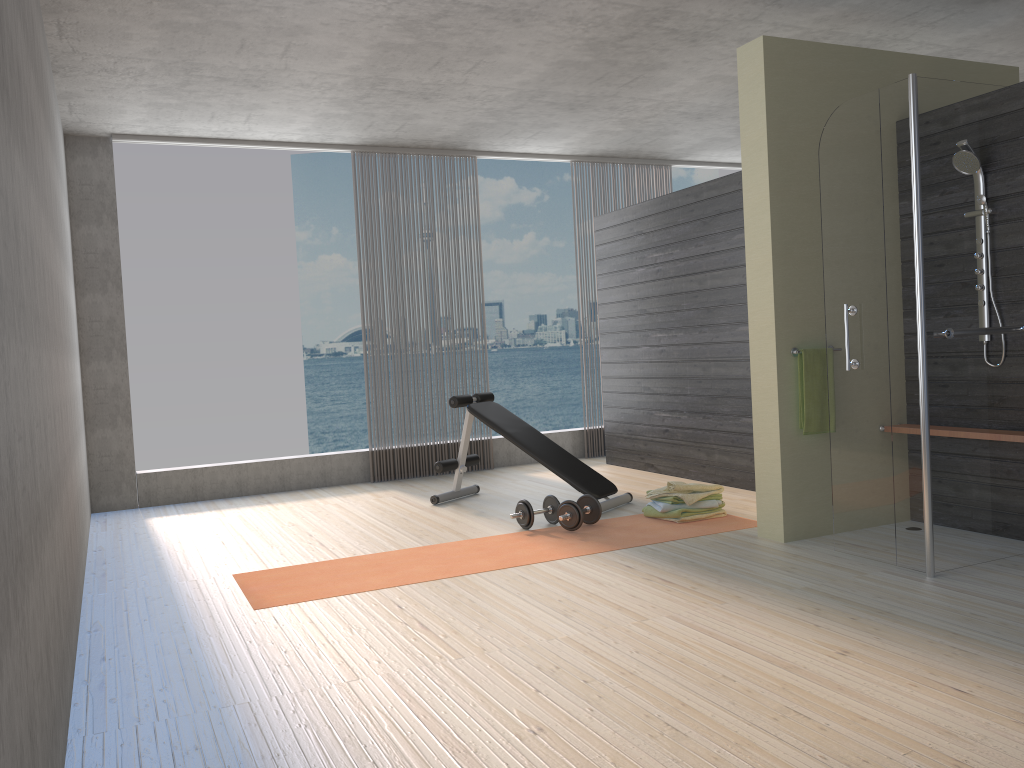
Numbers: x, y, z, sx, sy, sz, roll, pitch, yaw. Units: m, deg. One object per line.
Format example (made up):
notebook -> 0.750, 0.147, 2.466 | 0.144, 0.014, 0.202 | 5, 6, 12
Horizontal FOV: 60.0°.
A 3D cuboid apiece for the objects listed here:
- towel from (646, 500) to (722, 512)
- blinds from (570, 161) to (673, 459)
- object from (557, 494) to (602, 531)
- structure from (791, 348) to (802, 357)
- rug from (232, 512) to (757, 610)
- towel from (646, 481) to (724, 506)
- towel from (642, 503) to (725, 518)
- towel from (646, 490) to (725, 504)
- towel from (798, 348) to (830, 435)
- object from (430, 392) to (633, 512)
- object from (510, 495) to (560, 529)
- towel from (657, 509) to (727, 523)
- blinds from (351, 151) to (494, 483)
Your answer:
towel -> 1.018, 0.712, 5.272 | 0.383, 0.078, 0.383 | -3, 2, -8
blinds -> 1.108, -0.717, 8.388 | 1.133, 2.744, 0.069 | -4, 2, -24
object -> 0.385, 0.732, 5.054 | 0.176, 0.176, 0.385 | -1, 3, 37
structure -> 1.541, -0.167, 4.485 | 0.298, 0.046, 0.052 | -4, 2, -24
rug -> 0.022, 0.861, 4.650 | 2.779, 0.002, 0.716 | -4, 2, -24
towel -> 1.019, 0.622, 5.261 | 0.384, 0.123, 0.373 | -5, 3, -41
towel -> 1.012, 0.739, 5.249 | 0.380, 0.081, 0.367 | -4, 2, -27
towel -> 1.034, 0.674, 5.289 | 0.376, 0.085, 0.371 | -4, 2, -20
towel -> 1.541, 0.035, 4.465 | 0.214, 0.433, 0.070 | -4, 3, -29
object -> 0.093, 0.431, 5.946 | 1.312, 0.746, 0.505 | -2, 3, 35
object -> 0.156, 0.749, 5.190 | 0.385, 0.176, 0.176 | -5, 3, -33
towel -> 1.035, 0.760, 5.251 | 0.376, 0.044, 0.371 | -4, 2, -26
blinds -> -0.738, -0.585, 7.545 | 1.133, 2.744, 0.069 | -4, 2, -24
